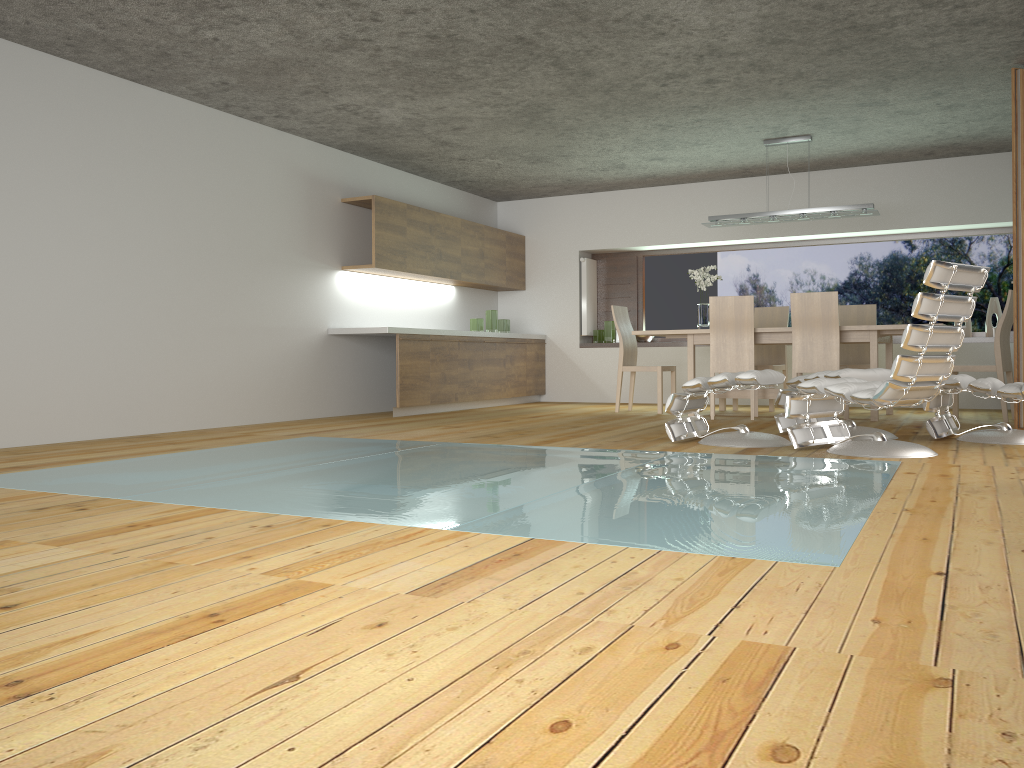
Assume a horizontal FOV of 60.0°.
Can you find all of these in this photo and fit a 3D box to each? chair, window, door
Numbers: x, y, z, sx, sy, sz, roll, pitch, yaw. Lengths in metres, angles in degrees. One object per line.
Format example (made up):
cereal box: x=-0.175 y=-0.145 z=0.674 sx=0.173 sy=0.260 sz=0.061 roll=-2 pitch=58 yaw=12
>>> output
chair: x=1.972 y=-0.119 z=4.697 sx=0.569 sy=0.969 sz=0.914 roll=-1 pitch=1 yaw=-38
chair: x=2.991 y=-0.144 z=5.320 sx=0.914 sy=0.969 sz=0.569 roll=0 pitch=1 yaw=37
chair: x=3.253 y=-0.254 z=8.407 sx=0.404 sy=1.017 sz=0.506 roll=0 pitch=0 yaw=26
window: x=3.420 y=-1.019 z=9.584 sx=4.186 sy=0.978 sz=0.012 roll=0 pitch=0 yaw=27
chair: x=2.463 y=-0.213 z=7.120 sx=0.404 sy=1.017 sz=0.506 roll=0 pitch=0 yaw=27
door: x=3.800 y=-0.908 z=6.040 sx=0.935 sy=2.418 sz=0.163 roll=0 pitch=0 yaw=-18
chair: x=1.865 y=-0.219 z=7.491 sx=0.404 sy=1.017 sz=0.506 roll=0 pitch=0 yaw=16
chair: x=3.742 y=-0.221 z=7.073 sx=0.506 sy=1.017 sz=0.404 roll=0 pitch=0 yaw=40
chair: x=1.253 y=-0.241 z=8.447 sx=0.506 sy=1.017 sz=0.404 roll=0 pitch=0 yaw=30
chair: x=2.448 y=-0.256 z=8.660 sx=0.404 sy=1.017 sz=0.506 roll=0 pitch=0 yaw=38

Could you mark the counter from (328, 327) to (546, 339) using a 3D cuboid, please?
counter: x=-0.624 y=-0.518 z=9.314 sx=0.652 sy=0.054 sz=3.286 roll=0 pitch=2 yaw=27

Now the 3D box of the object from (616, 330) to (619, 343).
object: x=1.281 y=-0.562 z=10.449 sx=0.111 sy=0.160 sz=0.112 roll=0 pitch=0 yaw=12

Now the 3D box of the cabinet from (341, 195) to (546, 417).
cabinet: x=-0.581 y=-0.750 z=9.399 sx=0.656 sy=2.004 sz=3.092 roll=0 pitch=1 yaw=27

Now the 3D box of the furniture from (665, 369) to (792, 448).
furniture: x=1.331 y=0.132 z=5.327 sx=0.686 sy=0.439 sz=0.570 roll=0 pitch=1 yaw=34

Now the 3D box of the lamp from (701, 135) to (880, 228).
lamp: x=2.453 y=-1.815 z=7.877 sx=1.490 sy=0.719 sz=0.290 roll=0 pitch=0 yaw=27

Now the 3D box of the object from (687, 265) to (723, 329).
object: x=1.782 y=-0.791 z=8.169 sx=0.304 sy=0.608 sz=0.302 roll=0 pitch=0 yaw=30

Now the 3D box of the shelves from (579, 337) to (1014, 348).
shelves: x=3.054 y=-0.441 z=9.506 sx=4.870 sy=0.054 sz=0.404 roll=0 pitch=2 yaw=27

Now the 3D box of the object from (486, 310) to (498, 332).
object: x=-0.225 y=-0.689 z=9.827 sx=0.099 sy=0.259 sz=0.099 roll=0 pitch=0 yaw=-38

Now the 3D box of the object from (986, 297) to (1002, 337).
object: x=4.683 y=-0.647 z=8.606 sx=0.153 sy=0.384 sz=0.153 roll=0 pitch=0 yaw=23

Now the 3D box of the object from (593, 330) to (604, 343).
object: x=1.036 y=-0.561 z=10.495 sx=0.112 sy=0.160 sz=0.111 roll=-1 pitch=0 yaw=-23

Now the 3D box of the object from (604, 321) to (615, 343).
object: x=1.144 y=-0.606 z=10.371 sx=0.099 sy=0.259 sz=0.099 roll=0 pitch=0 yaw=32

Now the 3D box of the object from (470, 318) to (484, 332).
object: x=-0.383 y=-0.638 z=9.736 sx=0.112 sy=0.160 sz=0.111 roll=-1 pitch=1 yaw=-38

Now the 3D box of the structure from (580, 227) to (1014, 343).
structure: x=3.060 y=-0.985 z=9.528 sx=4.875 sy=1.154 sz=0.526 roll=0 pitch=0 yaw=27

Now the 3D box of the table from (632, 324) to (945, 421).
table: x=2.451 y=-0.102 z=7.793 sx=2.500 sy=0.756 sz=1.200 roll=0 pitch=1 yaw=30

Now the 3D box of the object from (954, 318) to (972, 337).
object: x=4.439 y=-0.648 z=8.730 sx=0.153 sy=0.384 sz=0.153 roll=0 pitch=0 yaw=23

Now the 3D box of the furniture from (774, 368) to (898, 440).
furniture: x=2.133 y=0.116 z=5.716 sx=0.569 sy=0.439 sz=0.686 roll=-1 pitch=1 yaw=-28

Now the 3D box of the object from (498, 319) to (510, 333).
object: x=-0.096 y=-0.646 z=9.974 sx=0.111 sy=0.160 sz=0.112 roll=-1 pitch=1 yaw=-38

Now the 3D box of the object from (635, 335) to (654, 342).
object: x=1.528 y=-0.546 z=10.264 sx=0.247 sy=0.137 sz=0.247 roll=-1 pitch=1 yaw=-28
